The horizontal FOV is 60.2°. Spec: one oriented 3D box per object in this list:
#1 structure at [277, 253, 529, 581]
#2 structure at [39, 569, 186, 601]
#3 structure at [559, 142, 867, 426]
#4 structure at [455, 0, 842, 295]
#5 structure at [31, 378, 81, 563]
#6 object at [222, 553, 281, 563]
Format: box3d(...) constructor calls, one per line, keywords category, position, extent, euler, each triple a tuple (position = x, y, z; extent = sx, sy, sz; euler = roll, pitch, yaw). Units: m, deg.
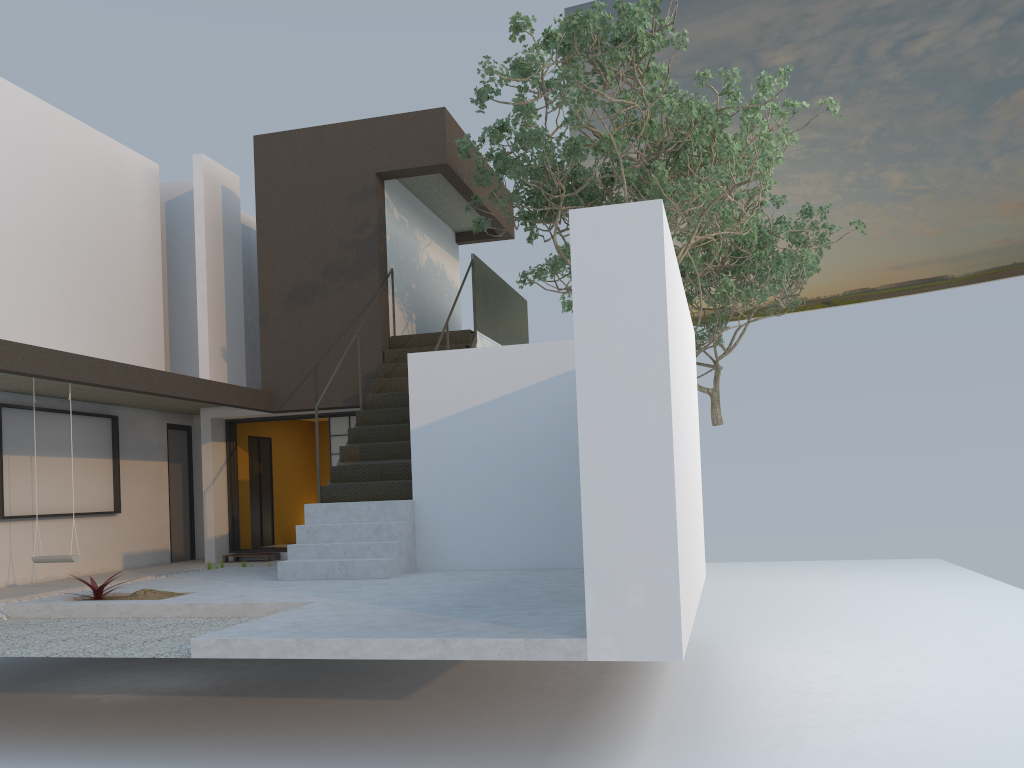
box3d(category="structure", position=(-1.014, 0.263, 11.692), extent=(1.160, 3.930, 6.577), euler=(-3, -5, 14))
box3d(category="structure", position=(-3.407, 1.787, 7.688), extent=(1.204, 0.291, 0.750), euler=(-4, -6, 14))
box3d(category="structure", position=(3.675, -1.548, 16.830), extent=(5.506, 4.687, 7.343), euler=(-2, -5, -6))
box3d(category="structure", position=(1.528, -2.094, 10.574), extent=(4.333, 3.688, 5.778), euler=(-2, -5, -6))
box3d(category="structure", position=(-4.467, 0.807, 8.610), extent=(0.462, 1.862, 0.129), euler=(-3, -2, 14))
box3d(category="object", position=(-3.664, 2.445, 12.427), extent=(0.704, 0.100, 0.351), euler=(-4, -7, 14))
